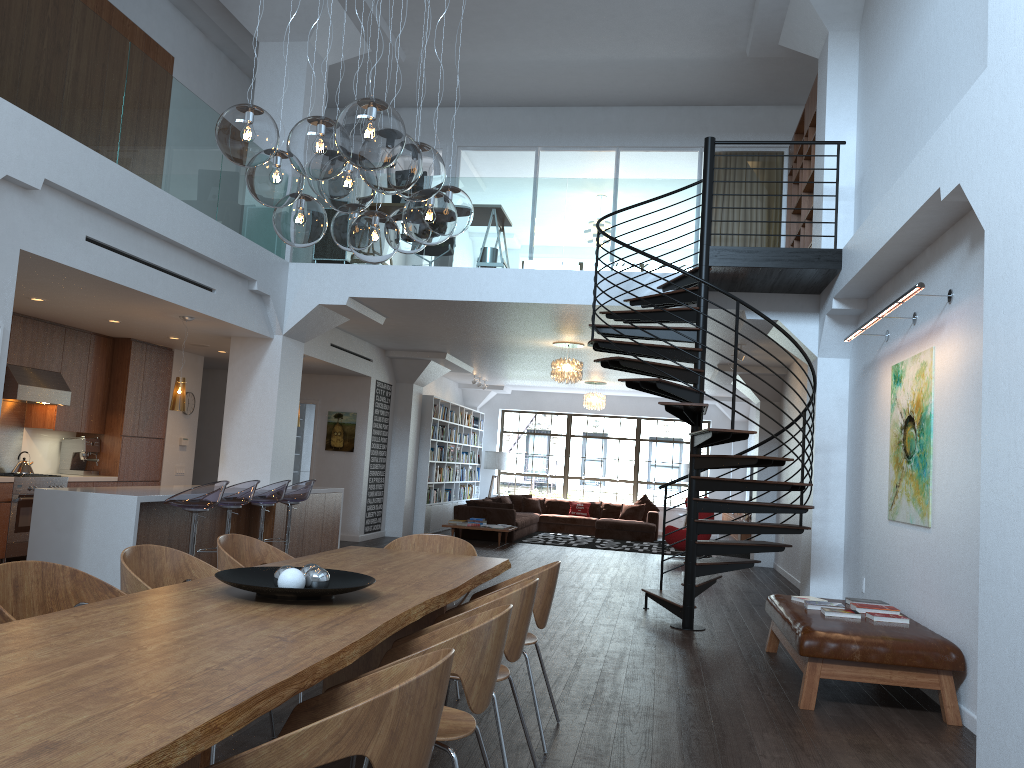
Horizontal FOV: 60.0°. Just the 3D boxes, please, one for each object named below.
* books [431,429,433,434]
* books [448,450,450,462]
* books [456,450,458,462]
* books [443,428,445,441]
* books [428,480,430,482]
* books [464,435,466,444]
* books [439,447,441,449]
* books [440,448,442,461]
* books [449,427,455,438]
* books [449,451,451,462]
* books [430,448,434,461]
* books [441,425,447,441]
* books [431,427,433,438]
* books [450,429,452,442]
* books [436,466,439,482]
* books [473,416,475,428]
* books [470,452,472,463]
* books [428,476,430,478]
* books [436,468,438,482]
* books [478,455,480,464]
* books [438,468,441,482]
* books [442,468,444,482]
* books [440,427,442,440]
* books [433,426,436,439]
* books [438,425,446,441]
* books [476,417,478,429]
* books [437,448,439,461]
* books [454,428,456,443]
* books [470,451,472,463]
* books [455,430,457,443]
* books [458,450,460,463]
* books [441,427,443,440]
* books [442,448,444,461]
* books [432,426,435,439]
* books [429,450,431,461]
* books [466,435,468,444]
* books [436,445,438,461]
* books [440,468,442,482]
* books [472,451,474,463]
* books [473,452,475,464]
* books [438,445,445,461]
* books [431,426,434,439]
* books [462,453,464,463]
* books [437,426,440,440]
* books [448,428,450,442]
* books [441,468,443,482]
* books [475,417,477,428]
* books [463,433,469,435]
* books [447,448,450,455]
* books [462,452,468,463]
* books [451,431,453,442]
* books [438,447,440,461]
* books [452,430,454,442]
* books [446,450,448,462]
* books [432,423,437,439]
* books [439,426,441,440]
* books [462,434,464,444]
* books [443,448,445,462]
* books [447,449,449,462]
[{"bbox_3d":[-1.481,0.860,15.440,0.161,0.182,0.170,3,-5,10],"label":"books"},{"bbox_3d":[-1.270,1.358,16.794,0.161,0.223,0.032,3,-5,10],"label":"books"},{"bbox_3d":[-1.157,1.416,17.488,0.174,0.251,0.051,3,-5,10],"label":"books"},{"bbox_3d":[-1.336,0.924,16.350,0.174,0.240,0.054,3,-5,10],"label":"books"},{"bbox_3d":[-1.550,1.690,15.495,0.197,0.035,0.284,4,-5,0],"label":"books"},{"bbox_3d":[-1.015,1.151,18.268,0.134,0.184,0.030,3,-5,10],"label":"books"},{"bbox_3d":[-1.398,1.279,16.192,0.182,0.253,0.034,3,-5,10],"label":"books"},{"bbox_3d":[-1.370,1.284,16.221,0.182,0.253,0.034,3,-5,10],"label":"books"},{"bbox_3d":[-1.197,0.984,17.172,0.176,0.290,0.053,3,-5,10],"label":"books"},{"bbox_3d":[-1.248,1.383,16.948,0.161,0.207,0.135,3,-5,9],"label":"books"},{"bbox_3d":[-1.451,1.242,15.708,0.140,0.231,0.042,3,-5,10],"label":"books"},{"bbox_3d":[-1.308,0.916,16.516,0.176,0.291,0.053,3,-5,10],"label":"books"},{"bbox_3d":[-1.472,0.850,15.519,0.161,0.218,0.101,3,-5,10],"label":"books"},{"bbox_3d":[-1.245,0.969,16.850,0.182,0.253,0.034,3,-5,10],"label":"books"},{"bbox_3d":[-1.422,1.624,16.085,0.176,0.290,0.053,3,-5,10],"label":"books"},{"bbox_3d":[-0.891,0.810,18.926,0.183,0.253,0.042,3,-5,10],"label":"books"},{"bbox_3d":[-0.952,1.548,18.702,0.174,0.240,0.054,3,-5,10],"label":"books"},{"bbox_3d":[-1.549,1.622,15.497,0.174,0.032,0.254,3,-5,5],"label":"books"},{"bbox_3d":[-1.435,1.637,16.002,0.171,0.246,0.057,3,-5,10],"label":"books"},{"bbox_3d":[-0.800,1.654,19.600,0.182,0.215,0.188,3,-5,10],"label":"books"},{"bbox_3d":[-1.397,1.659,16.206,0.171,0.246,0.057,3,-5,10],"label":"books"},{"bbox_3d":[-1.353,1.680,16.454,0.183,0.253,0.034,3,-5,10],"label":"books"},{"bbox_3d":[-1.373,0.902,16.169,0.171,0.246,0.039,3,-5,10],"label":"books"},{"bbox_3d":[-1.445,0.853,15.662,0.174,0.242,0.105,3,-5,10],"label":"books"},{"bbox_3d":[-1.334,0.913,16.468,0.198,0.284,0.049,3,-5,10],"label":"books"},{"bbox_3d":[-0.843,0.837,19.183,0.183,0.253,0.042,3,-5,10],"label":"books"},{"bbox_3d":[-1.413,1.265,15.977,0.174,0.239,0.045,3,-5,10],"label":"books"},{"bbox_3d":[-1.191,0.993,17.232,0.197,0.283,0.065,3,-5,10],"label":"books"},{"bbox_3d":[-0.943,1.552,18.815,0.183,0.253,0.042,3,-5,10],"label":"books"},{"bbox_3d":[-1.166,1.018,17.300,0.159,0.250,0.026,3,-5,10],"label":"books"},{"bbox_3d":[-1.135,1.436,17.659,0.171,0.246,0.036,3,-5,10],"label":"books"},{"bbox_3d":[-1.364,0.906,16.242,0.183,0.253,0.042,3,-5,10],"label":"books"},{"bbox_3d":[-1.353,1.301,16.319,0.174,0.239,0.045,3,-5,10],"label":"books"},{"bbox_3d":[-1.455,0.848,15.579,0.172,0.235,0.112,3,-5,10],"label":"books"},{"bbox_3d":[-1.486,1.245,15.475,0.128,0.178,0.022,3,-5,10],"label":"books"},{"bbox_3d":[-0.995,1.155,18.368,0.136,0.196,0.045,3,-5,10],"label":"books"},{"bbox_3d":[-1.430,1.232,15.905,0.176,0.290,0.053,3,-5,10],"label":"books"},{"bbox_3d":[-1.385,1.663,16.288,0.183,0.253,0.034,3,-5,10],"label":"books"},{"bbox_3d":[-0.919,1.565,18.965,0.180,0.259,0.042,3,-5,10],"label":"books"},{"bbox_3d":[-0.899,1.577,19.049,0.183,0.253,0.042,3,-5,10],"label":"books"},{"bbox_3d":[-1.335,1.289,16.456,0.176,0.294,0.102,3,-5,10],"label":"books"},{"bbox_3d":[-1.463,0.846,15.548,0.152,0.232,0.104,3,-5,10],"label":"books"},{"bbox_3d":[-1.049,1.503,18.101,0.140,0.206,0.042,3,-5,10],"label":"books"},{"bbox_3d":[-1.399,0.882,16.007,0.183,0.253,0.042,3,-5,10],"label":"books"},{"bbox_3d":[-1.269,0.952,16.678,0.182,0.253,0.034,3,-5,10],"label":"books"},{"bbox_3d":[-1.376,1.667,16.320,0.183,0.253,0.034,3,-5,10],"label":"books"},{"bbox_3d":[-0.858,0.828,19.097,0.183,0.253,0.042,3,-5,10],"label":"books"},{"bbox_3d":[-0.982,1.146,18.449,0.140,0.231,0.042,3,-5,10],"label":"books"},{"bbox_3d":[-1.278,1.346,16.834,0.183,0.253,0.042,3,-5,10],"label":"books"},{"bbox_3d":[-0.985,1.528,18.464,0.140,0.231,0.042,3,-5,10],"label":"books"},{"bbox_3d":[-1.223,0.998,16.975,0.161,0.223,0.027,3,-5,10],"label":"books"},{"bbox_3d":[-1.402,1.269,16.069,0.159,0.250,0.026,3,-5,10],"label":"books"},{"bbox_3d":[-1.217,0.993,17.044,0.170,0.245,0.057,3,-5,10],"label":"books"},{"bbox_3d":[-1.295,1.345,16.678,0.161,0.223,0.032,3,-5,10],"label":"books"},{"bbox_3d":[-1.422,0.837,15.738,0.176,0.290,0.053,3,-5,10],"label":"books"},{"bbox_3d":[-1.391,0.887,16.093,0.180,0.259,0.042,3,-5,10],"label":"books"},{"bbox_3d":[-1.056,1.110,17.955,0.146,0.202,0.027,3,-5,10],"label":"books"},{"bbox_3d":[-1.336,1.302,16.391,0.182,0.253,0.034,3,-5,10],"label":"books"},{"bbox_3d":[-1.287,1.342,16.721,0.174,0.240,0.054,3,-5,10],"label":"books"}]
